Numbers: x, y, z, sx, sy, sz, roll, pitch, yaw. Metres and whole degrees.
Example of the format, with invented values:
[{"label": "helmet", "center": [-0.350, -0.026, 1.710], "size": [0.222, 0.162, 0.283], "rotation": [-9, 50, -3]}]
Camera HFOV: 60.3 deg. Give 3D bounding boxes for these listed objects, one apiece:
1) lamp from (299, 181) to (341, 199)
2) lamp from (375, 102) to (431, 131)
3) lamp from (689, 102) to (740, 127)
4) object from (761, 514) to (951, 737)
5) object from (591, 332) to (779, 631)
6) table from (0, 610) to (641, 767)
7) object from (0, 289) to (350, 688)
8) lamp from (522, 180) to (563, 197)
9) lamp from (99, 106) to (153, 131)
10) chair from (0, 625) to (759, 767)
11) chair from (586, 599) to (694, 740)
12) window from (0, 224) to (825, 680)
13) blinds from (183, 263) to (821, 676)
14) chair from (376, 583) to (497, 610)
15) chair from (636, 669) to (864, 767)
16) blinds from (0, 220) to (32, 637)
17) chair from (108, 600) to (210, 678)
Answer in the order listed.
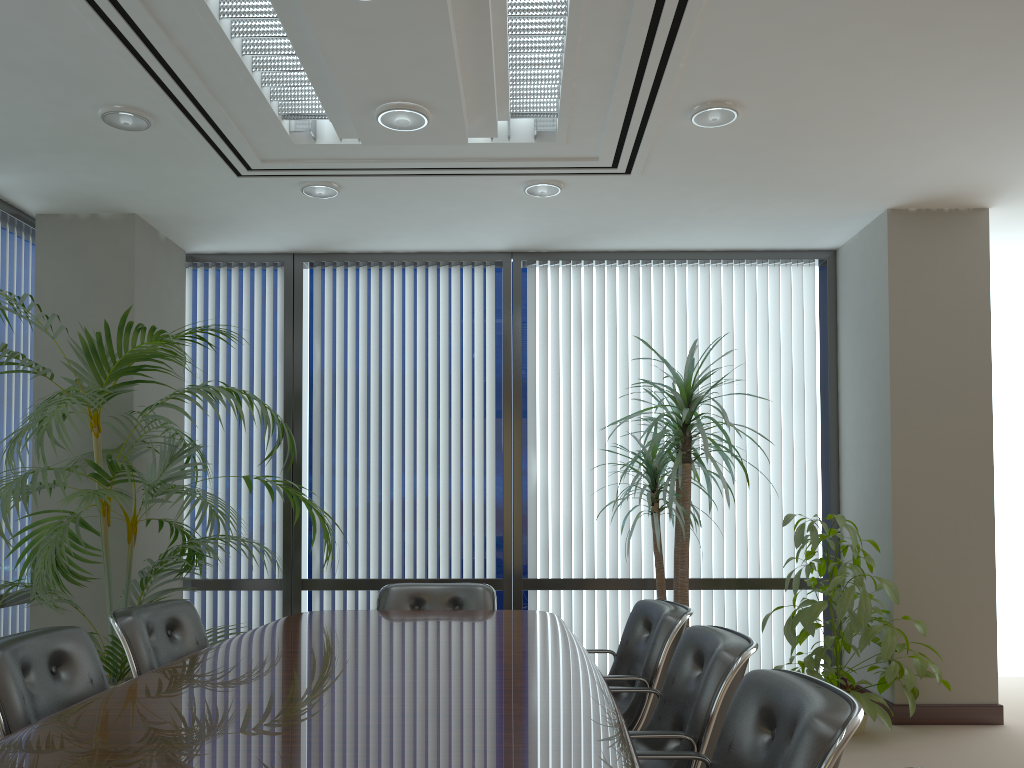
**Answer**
[{"label": "lamp", "center": [-1.061, -1.069, 4.877], "size": [0.225, 0.035, 0.227], "rotation": [-2, -8, 11]}, {"label": "lamp", "center": [-0.438, -1.066, 3.542], "size": [0.225, 0.035, 0.226], "rotation": [-4, -8, 25]}, {"label": "lamp", "center": [0.907, -1.201, 3.951], "size": [0.225, 0.035, 0.226], "rotation": [-4, -8, 25]}, {"label": "object", "center": [1.927, 1.396, 5.031], "size": [0.980, 1.306, 0.860], "rotation": [2, -4, -29]}, {"label": "object", "center": [1.024, 0.870, 5.357], "size": [1.018, 2.303, 1.036], "rotation": [1, -3, -24]}, {"label": "table", "center": [-0.456, 1.262, 2.538], "size": [1.506, 0.744, 4.103], "rotation": [0, -8, 1]}, {"label": "object", "center": [-2.125, 0.672, 4.547], "size": [2.090, 2.466, 2.179], "rotation": [-2, -5, 21]}, {"label": "lamp", "center": [0.169, -1.074, 4.865], "size": [0.225, 0.035, 0.227], "rotation": [1, -8, -10]}, {"label": "lamp", "center": [-1.740, -1.190, 3.977], "size": [0.225, 0.035, 0.226], "rotation": [-4, -8, 25]}, {"label": "chair", "center": [-0.463, 1.263, 2.936], "size": [2.526, 0.854, 0.764], "rotation": [0, -4, 0]}, {"label": "chair", "center": [0.342, 1.372, 3.751], "size": [0.852, 0.855, 0.740], "rotation": [0, -4, -4]}, {"label": "window", "center": [-1.687, 0.445, 4.912], "size": [7.401, 2.896, 3.545], "rotation": [7, -9, -44]}, {"label": "blinds", "center": [-0.339, 0.608, 6.176], "size": [4.928, 2.897, 0.051], "rotation": [0, -2, 1]}, {"label": "chair", "center": [-0.404, 1.482, 4.536], "size": [0.759, 0.854, 0.858], "rotation": [0, -5, 1]}, {"label": "chair", "center": [0.365, 1.143, 2.079], "size": [0.852, 0.854, 0.764], "rotation": [0, -4, 1]}, {"label": "blinds", "center": [-3.033, 0.257, 3.565], "size": [0.031, 2.888, 4.934], "rotation": [0, -6, 1]}, {"label": "chair", "center": [-1.250, 1.382, 3.791], "size": [0.852, 0.854, 0.764], "rotation": [-1, -4, 6]}]
